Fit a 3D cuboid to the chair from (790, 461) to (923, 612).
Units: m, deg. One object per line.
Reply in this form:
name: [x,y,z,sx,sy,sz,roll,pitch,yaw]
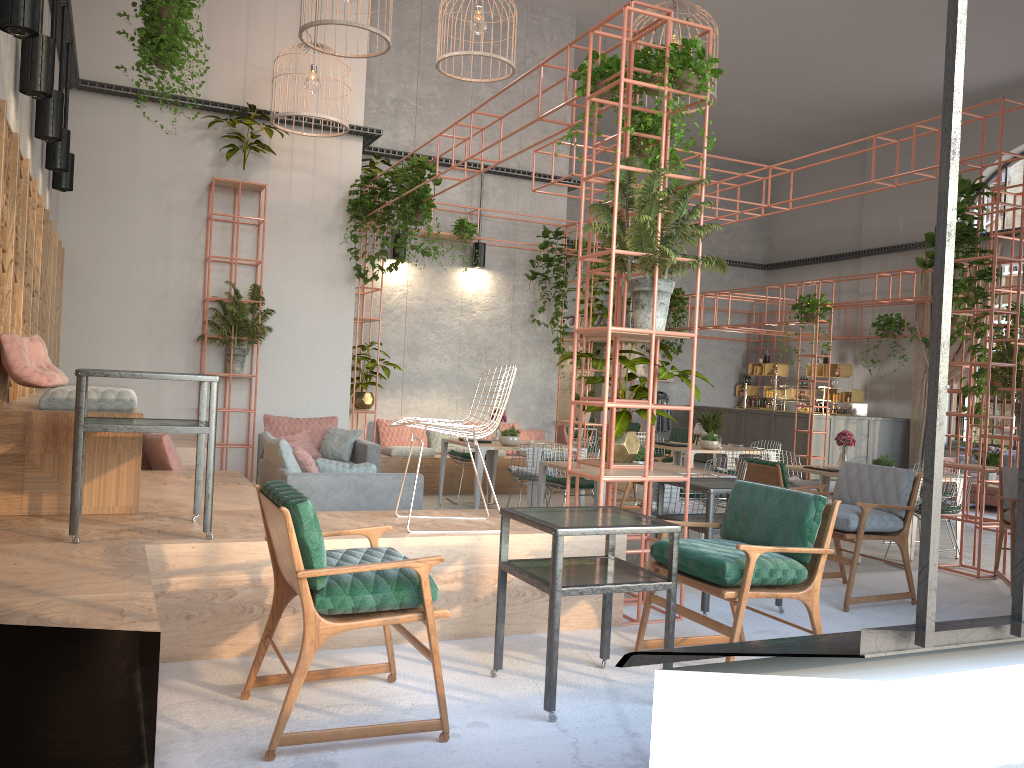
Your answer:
chair: [2.356,1.030,6.233,0.685,0.929,0.722,3,0,-24]

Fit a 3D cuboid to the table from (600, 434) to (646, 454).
table: [1.889,1.244,14.923,0.635,0.798,0.602,3,0,-24]

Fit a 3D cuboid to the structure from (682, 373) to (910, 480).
structure: [5.960,0.814,19.032,2.579,2.022,4.057,3,0,-24]

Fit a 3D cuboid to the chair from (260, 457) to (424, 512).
chair: [-1.356,0.919,6.927,1.056,0.586,1.127,3,0,-24]

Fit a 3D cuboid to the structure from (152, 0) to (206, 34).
structure: [-2.305,-2.875,5.903,0.587,0.972,0.605,3,0,-26]

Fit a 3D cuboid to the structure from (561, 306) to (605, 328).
structure: [1.505,-1.476,19.714,1.312,0.505,0.063,3,0,-24]

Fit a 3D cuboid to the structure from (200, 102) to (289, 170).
structure: [-3.148,-2.955,10.576,0.934,0.803,0.903,3,0,37]

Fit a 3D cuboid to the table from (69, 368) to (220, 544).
table: [-1.826,0.339,4.405,0.635,0.798,0.602,3,0,-24]

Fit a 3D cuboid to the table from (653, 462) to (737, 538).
table: [1.429,1.208,8.346,0.694,0.830,1.214,3,0,-24]

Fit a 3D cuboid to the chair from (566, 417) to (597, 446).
chair: [1.297,1.134,18.490,0.685,0.930,0.722,3,0,-24]

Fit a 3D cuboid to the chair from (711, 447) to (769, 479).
chair: [2.800,1.224,10.968,0.565,0.941,0.717,3,0,-8]

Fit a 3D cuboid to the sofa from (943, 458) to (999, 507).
sofa: [7.753,1.605,14.234,1.960,0.672,2.219,3,0,-24]

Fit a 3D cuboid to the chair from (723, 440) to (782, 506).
chair: [3.321,1.247,12.229,0.717,0.941,0.565,3,0,-28]

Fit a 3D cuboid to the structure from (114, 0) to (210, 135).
structure: [-2.743,-2.741,6.968,0.670,1.290,1.434,3,0,-24]

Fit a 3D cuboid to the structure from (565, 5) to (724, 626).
structure: [0.873,-0.384,5.298,0.748,3.623,0.722,3,0,-24]

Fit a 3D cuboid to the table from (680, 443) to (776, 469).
table: [2.869,1.269,12.004,0.694,0.830,1.214,3,0,-24]

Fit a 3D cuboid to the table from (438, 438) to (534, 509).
table: [-0.330,1.112,10.545,0.694,0.830,1.205,3,0,-24]

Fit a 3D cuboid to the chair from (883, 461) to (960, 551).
chair: [4.486,1.314,9.701,0.717,0.941,0.565,3,0,-28]

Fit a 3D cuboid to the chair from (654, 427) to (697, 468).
chair: [2.743,1.218,15.300,0.685,0.929,0.722,3,0,-24]

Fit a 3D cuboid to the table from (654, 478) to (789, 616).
table: [1.350,1.044,5.787,0.635,0.798,0.602,3,0,-24]

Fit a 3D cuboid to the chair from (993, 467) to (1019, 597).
chair: [4.110,1.124,6.714,0.722,0.914,0.685,3,0,16]

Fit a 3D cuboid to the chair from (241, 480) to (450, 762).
chair: [-0.674,0.885,3.577,0.685,0.929,0.722,3,0,-24]

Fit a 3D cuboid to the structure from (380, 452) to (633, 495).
structure: [-1.366,1.224,15.084,4.386,0.500,5.831,3,0,-24]

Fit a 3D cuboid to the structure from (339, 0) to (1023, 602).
structure: [-0.447,-0.854,12.667,4.501,4.345,14.096,3,0,-26]

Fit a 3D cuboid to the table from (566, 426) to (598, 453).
table: [1.165,1.202,16.520,0.635,0.798,0.602,3,0,-24]

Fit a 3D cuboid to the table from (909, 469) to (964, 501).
table: [6.913,1.669,14.614,0.520,0.455,0.916,3,0,-24]

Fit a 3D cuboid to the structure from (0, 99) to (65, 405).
structure: [-3.494,-0.409,6.305,0.132,2.103,9.782,3,0,-24]

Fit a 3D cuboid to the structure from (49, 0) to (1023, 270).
structure: [2.525,-3.010,11.899,15.603,0.110,15.203,3,0,-24]

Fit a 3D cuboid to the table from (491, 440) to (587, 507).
table: [0.302,1.143,10.837,0.694,0.830,1.214,3,0,-24]

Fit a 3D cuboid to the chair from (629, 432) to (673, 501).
chair: [2.027,1.180,12.655,0.565,0.941,0.717,3,0,-23]

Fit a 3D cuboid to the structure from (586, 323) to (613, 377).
structure: [1.987,-0.820,20.056,0.950,1.527,0.921,3,0,-26]

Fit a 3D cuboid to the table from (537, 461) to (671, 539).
table: [0.799,1.177,8.055,0.694,0.830,1.205,3,0,-24]

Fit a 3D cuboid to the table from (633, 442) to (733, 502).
table: [2.238,1.238,11.712,0.694,0.830,1.205,3,0,-24]

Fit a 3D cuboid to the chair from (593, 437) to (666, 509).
chair: [1.537,1.163,11.504,0.685,0.917,0.722,3,0,-24]

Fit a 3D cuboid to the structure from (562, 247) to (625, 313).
structure: [1.596,-2.310,19.616,1.939,1.514,0.856,3,0,-30]

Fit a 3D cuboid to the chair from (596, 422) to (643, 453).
chair: [2.013,1.176,16.912,0.685,0.930,0.722,3,0,-24]

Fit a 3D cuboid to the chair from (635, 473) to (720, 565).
chair: [1.361,1.164,7.310,0.565,0.941,0.717,3,0,-8]

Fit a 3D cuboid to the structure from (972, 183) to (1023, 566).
structure: [4.747,0.003,8.203,0.624,3.602,0.424,3,0,-24]

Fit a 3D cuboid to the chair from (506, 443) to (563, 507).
chair: [0.233,1.098,9.801,0.565,0.941,0.717,3,0,-8]

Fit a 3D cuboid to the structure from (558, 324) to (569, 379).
structure: [0.804,-0.898,19.471,0.921,1.527,0.950,3,0,9]

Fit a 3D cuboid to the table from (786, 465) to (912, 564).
table: [3.402,1.318,9.185,0.694,0.830,1.205,3,0,-24]

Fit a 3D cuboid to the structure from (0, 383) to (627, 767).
structure: [-1.905,0.721,6.727,3.396,1.111,9.152,3,0,-24]

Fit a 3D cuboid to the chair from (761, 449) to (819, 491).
chair: [3.191,1.247,10.128,0.565,0.941,0.717,3,0,-23]

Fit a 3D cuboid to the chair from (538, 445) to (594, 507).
chair: [0.588,1.119,8.998,0.565,0.941,0.717,3,0,-23]

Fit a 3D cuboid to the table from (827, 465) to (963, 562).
table: [4.034,1.349,9.476,0.694,0.830,1.214,3,0,-24]

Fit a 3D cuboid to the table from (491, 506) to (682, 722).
table: [0.324,0.998,4.026,0.635,0.798,0.602,3,0,-24]

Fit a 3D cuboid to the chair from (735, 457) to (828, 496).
chair: [2.702,1.230,8.976,0.685,0.917,0.722,3,0,-24]

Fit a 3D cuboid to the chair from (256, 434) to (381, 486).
chair: [-2.093,0.916,9.534,1.127,0.672,1.052,3,0,-24]

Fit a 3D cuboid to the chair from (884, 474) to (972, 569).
chair: [3.965,1.292,8.440,0.565,0.941,0.717,3,0,-8]

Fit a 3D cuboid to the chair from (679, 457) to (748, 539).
chair: [1.882,1.186,8.571,0.717,0.941,0.565,3,0,-28]

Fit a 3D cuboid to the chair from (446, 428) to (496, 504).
chair: [-0.541,1.054,11.488,0.565,0.941,0.717,3,0,-23]

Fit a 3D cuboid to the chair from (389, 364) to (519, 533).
chair: [-0.343,0.338,5.061,0.717,0.941,0.565,3,0,-16]

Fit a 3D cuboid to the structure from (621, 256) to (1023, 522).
structure: [7.047,0.079,14.340,4.157,4.247,14.689,3,0,-24]

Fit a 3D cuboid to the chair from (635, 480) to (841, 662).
chair: [1.111,0.973,4.388,0.685,0.929,0.722,3,0,-24]

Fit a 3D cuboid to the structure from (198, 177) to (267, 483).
structure: [-3.388,-0.620,10.684,0.624,3.596,0.424,3,0,-24]

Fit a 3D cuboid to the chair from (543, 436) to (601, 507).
chair: [0.753,1.121,11.062,0.717,0.941,0.565,3,0,-28]
